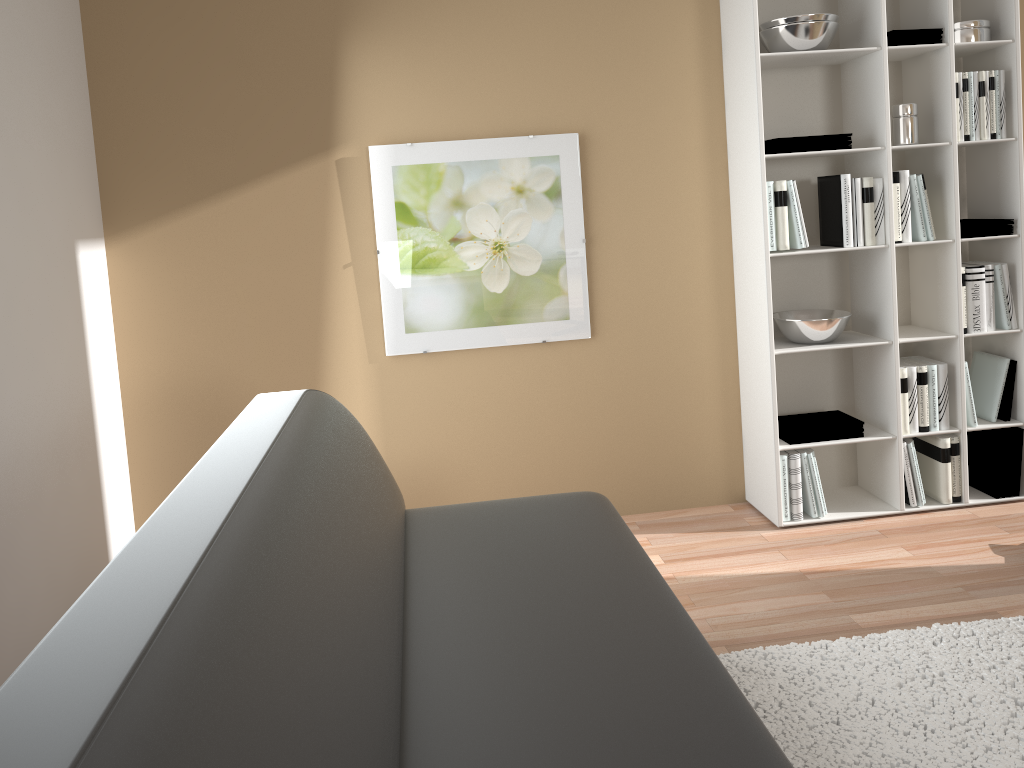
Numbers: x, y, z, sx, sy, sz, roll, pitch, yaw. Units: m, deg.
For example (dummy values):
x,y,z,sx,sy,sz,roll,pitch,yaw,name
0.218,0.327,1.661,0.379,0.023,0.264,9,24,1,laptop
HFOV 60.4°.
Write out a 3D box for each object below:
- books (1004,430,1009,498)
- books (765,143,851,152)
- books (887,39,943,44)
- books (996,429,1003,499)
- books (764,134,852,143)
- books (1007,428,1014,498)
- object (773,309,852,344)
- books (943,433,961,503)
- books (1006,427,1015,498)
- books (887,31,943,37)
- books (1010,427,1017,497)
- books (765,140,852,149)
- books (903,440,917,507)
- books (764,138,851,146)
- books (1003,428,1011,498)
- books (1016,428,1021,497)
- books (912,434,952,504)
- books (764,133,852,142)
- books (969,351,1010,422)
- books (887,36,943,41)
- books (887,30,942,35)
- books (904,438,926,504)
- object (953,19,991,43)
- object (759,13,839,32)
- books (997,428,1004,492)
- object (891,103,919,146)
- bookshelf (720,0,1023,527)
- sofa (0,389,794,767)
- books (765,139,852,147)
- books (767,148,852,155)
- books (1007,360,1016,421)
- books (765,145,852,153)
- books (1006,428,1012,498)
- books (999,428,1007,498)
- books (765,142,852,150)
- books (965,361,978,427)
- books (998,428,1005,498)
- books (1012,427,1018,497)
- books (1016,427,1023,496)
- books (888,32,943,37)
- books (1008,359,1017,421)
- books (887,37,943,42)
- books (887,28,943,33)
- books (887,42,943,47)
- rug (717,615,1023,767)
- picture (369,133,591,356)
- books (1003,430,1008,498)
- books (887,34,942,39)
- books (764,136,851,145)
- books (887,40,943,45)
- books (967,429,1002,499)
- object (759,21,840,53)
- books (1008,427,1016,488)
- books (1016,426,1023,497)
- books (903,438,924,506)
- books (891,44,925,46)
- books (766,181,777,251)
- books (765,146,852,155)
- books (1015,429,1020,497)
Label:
x,y,z,sx,sy,sz,roll,pitch,yaw,name
1.919,0.295,3.539,0.032,0.266,0.214,-5,7,-5,books
1.114,-0.907,3.390,0.297,0.006,0.213,-6,11,-8,books
1.483,-1.309,3.431,0.211,0.006,0.301,-7,11,-12,books
1.892,0.297,3.535,0.032,0.266,0.214,-5,7,-5,books
1.117,-0.939,3.387,0.297,0.007,0.213,-5,11,-6,books
1.936,0.293,3.541,0.032,0.266,0.214,-5,7,-5,books
1.179,-0.221,3.464,0.302,0.105,0.300,-13,14,-40,object
1.713,0.313,3.513,0.040,0.256,0.210,-5,7,-5,books
1.941,0.292,3.540,0.032,0.266,0.214,-5,7,-5,books
1.485,-1.336,3.427,0.211,0.007,0.301,-6,11,-11,books
1.951,0.289,3.545,0.032,0.268,0.216,-5,7,-5,books
1.116,-0.917,3.389,0.297,0.006,0.213,-5,11,-6,books
1.523,0.330,3.495,0.060,0.257,0.210,-5,7,-5,books
1.114,-0.929,3.392,0.297,0.007,0.213,-5,11,-6,books
1.924,0.291,3.539,0.032,0.271,0.222,-5,7,-5,books
1.968,0.290,3.544,0.032,0.266,0.214,-5,7,-5,books
1.673,0.318,3.505,0.040,0.256,0.210,-5,7,-5,books
1.117,-0.945,3.388,0.297,0.006,0.213,-5,11,-6,books
1.910,0.007,3.552,0.085,0.243,0.210,-5,7,-5,books
1.483,-1.319,3.426,0.210,0.006,0.301,-6,11,-11,books
1.481,-1.341,3.423,0.210,0.007,0.301,-6,11,-11,books
1.564,0.324,3.511,0.058,0.255,0.210,-5,7,-5,books
1.761,-1.357,3.434,0.191,0.089,0.195,3,12,36,object
1.099,-1.334,3.379,0.302,0.105,0.300,-13,14,-40,object
1.897,0.293,3.540,0.032,0.268,0.216,-5,7,-5,books
1.517,-0.998,3.394,0.093,0.160,0.095,-3,6,9,object
1.430,-0.590,3.475,1.040,2.119,0.336,-5,5,-6,bookshelf
-0.081,0.580,1.455,0.952,0.824,2.292,-5,10,-6,sofa
1.115,-0.923,3.387,0.297,0.006,0.213,-5,11,-5,books
1.116,-0.890,3.390,0.297,0.007,0.213,-5,11,-6,books
1.945,0.006,3.553,0.043,0.240,0.222,-5,8,-5,books
1.116,-0.901,3.390,0.297,0.006,0.213,-5,11,-6,books
1.930,0.293,3.540,0.032,0.266,0.214,-5,7,-5,books
1.908,0.294,3.536,0.032,0.269,0.219,-5,7,-5,books
1.117,-0.912,3.390,0.297,0.006,0.213,-5,11,-6,books
1.761,0.023,3.503,0.060,0.257,0.210,-5,7,-5,books
1.902,0.293,3.540,0.032,0.268,0.216,-5,7,-5,books
1.958,0.289,3.541,0.032,0.269,0.219,-5,7,-5,books
1.974,0.287,3.544,0.032,0.271,0.222,-5,7,-5,books
1.486,-1.331,3.427,0.211,0.007,0.301,-6,11,-11,books
1.953,0.008,3.554,0.043,0.235,0.214,-5,7,-5,books
1.484,-1.314,3.427,0.210,0.006,0.301,-6,11,-11,books
1.482,-1.346,3.422,0.210,0.006,0.301,-6,11,-11,books
1.485,-1.298,3.430,0.210,0.006,0.301,-6,11,-11,books
1.307,0.886,1.481,1.450,0.045,2.055,-5,11,-6,rug
-0.116,-0.546,3.443,0.816,0.808,0.019,-5,4,-6,picture
1.914,0.295,3.538,0.032,0.266,0.214,-5,7,-5,books
1.481,-1.325,3.427,0.210,0.006,0.301,-6,11,-9,books
1.114,-0.934,3.391,0.297,0.007,0.213,-5,11,-6,books
1.484,-1.303,3.429,0.210,0.006,0.301,-6,11,-11,books
1.887,0.298,3.535,0.032,0.266,0.214,-5,7,-5,books
1.101,-1.307,3.381,0.302,0.105,0.300,-13,14,-40,object
1.946,0.289,3.545,0.032,0.268,0.216,-5,7,-5,books
1.980,0.289,3.545,0.032,0.266,0.214,-5,7,-5,books
1.549,0.330,3.493,0.058,0.255,0.210,-5,7,-5,books
1.483,-1.293,3.431,0.210,0.007,0.301,-6,11,-11,books
0.952,-0.643,3.374,0.040,0.256,0.210,-5,7,-5,books
1.116,-0.895,3.391,0.297,0.006,0.213,-5,11,-6,books
1.963,0.290,3.543,0.032,0.266,0.214,-5,7,-5,books
